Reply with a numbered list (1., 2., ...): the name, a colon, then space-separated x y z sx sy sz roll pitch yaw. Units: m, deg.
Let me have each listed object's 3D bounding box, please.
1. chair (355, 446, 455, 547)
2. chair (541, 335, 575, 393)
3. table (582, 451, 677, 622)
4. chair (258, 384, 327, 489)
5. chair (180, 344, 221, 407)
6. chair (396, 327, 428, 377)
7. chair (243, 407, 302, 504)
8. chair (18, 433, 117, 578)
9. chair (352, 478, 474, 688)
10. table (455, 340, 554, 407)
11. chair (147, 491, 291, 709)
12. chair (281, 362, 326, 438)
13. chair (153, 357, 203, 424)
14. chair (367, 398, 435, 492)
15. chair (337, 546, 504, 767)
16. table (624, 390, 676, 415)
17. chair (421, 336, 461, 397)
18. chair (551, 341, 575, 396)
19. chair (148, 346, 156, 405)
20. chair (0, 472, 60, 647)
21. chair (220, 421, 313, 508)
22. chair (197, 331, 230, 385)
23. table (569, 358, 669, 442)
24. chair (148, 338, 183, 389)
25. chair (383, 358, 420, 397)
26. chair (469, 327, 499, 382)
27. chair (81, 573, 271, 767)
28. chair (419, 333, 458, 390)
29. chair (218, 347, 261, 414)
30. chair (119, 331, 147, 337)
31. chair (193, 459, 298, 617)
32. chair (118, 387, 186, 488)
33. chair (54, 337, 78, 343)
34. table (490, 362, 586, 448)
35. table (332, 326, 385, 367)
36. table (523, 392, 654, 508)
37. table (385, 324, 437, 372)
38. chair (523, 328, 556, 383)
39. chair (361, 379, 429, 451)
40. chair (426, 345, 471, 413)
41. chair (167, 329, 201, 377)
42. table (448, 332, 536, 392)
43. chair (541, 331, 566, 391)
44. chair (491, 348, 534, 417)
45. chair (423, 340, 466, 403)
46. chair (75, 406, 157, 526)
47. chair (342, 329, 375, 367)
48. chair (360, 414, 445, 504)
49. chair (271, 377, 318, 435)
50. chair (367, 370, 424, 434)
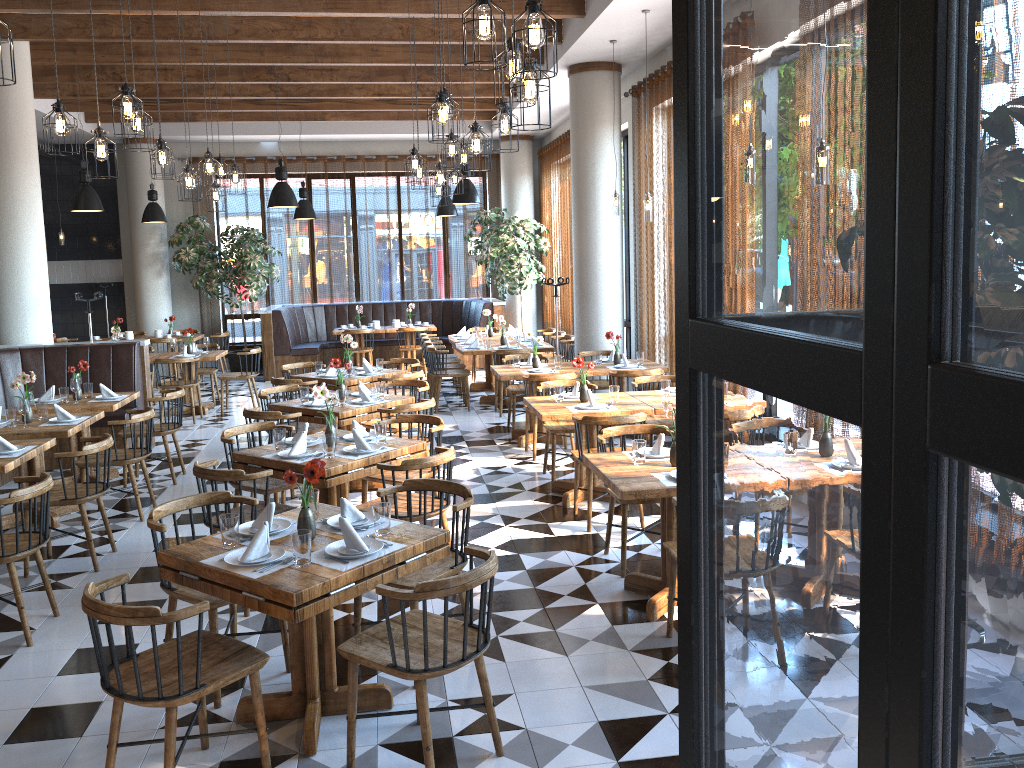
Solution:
1. chair: -0.606 0.786 5.216 0.550 0.813 0.521 3 8 36
2. chair: 0.604 -0.238 12.037 0.550 0.813 0.522 -3 7 -8
3. table: 0.904 0.822 4.858 0.850 0.760 0.854 -3 7 -8
4. chair: -1.918 0.446 7.812 0.550 0.813 0.521 3 8 36
5. chair: -4.276 -0.121 12.176 0.519 0.813 0.552 -3 7 -8
6. chair: -1.629 -0.536 14.523 0.519 0.813 0.552 -3 7 -8
7. chair: -1.783 0.572 6.914 0.520 0.813 0.552 3 8 36
8. chair: -2.869 0.771 5.759 0.550 0.813 0.522 -3 7 -8
9. chair: -0.460 0.921 4.252 0.520 0.813 0.552 3 8 36
10. table: -0.109 -0.130 11.618 1.215 0.760 1.220 -2 8 -5
11. chair: -1.362 0.966 4.120 0.550 0.813 0.521 3 8 36
12. chair: -2.185 0.197 9.583 0.550 0.813 0.521 3 8 36
13. chair: -4.079 0.064 10.868 0.519 0.813 0.552 -3 7 -8
14. chair: -0.882 0.528 7.046 0.550 0.813 0.521 3 8 36
15. chair: -0.325 1.048 3.355 0.550 0.813 0.521 3 8 36
16. table: 1.431 0.481 7.103 0.850 0.760 0.854 -3 7 -8
17. chair: -0.989 -0.256 12.471 0.550 0.813 0.522 -3 7 -8
18. chair: 0.694 -0.153 11.435 0.550 0.813 0.522 -3 7 -8
19. chair: -5.133 -0.078 12.050 0.519 0.813 0.552 -3 7 -8
20. chair: -2.706 0.923 4.675 0.550 0.813 0.522 -3 7 -8
21. chair: -1.642 0.704 5.981 0.550 0.813 0.521 3 8 36
22. chair: -4.850 -0.430 14.417 0.550 0.813 0.522 -3 7 -8
23. table: 1.104 0.176 9.270 0.850 0.760 0.854 -3 7 -8
24. chair: -5.351 -0.311 13.695 0.519 0.813 0.552 -3 7 -8
25. chair: -1.284 0.152 9.715 0.520 0.813 0.552 3 8 36
26. chair: -0.412 -0.443 13.649 0.519 0.813 0.552 -3 7 -8
27. chair: -1.214 1.095 3.203 0.520 0.813 0.552 3 8 36
28. chair: -1.074 -0.336 13.038 0.550 0.813 0.522 -3 7 -8
29. chair: -3.549 -0.058 11.600 0.550 0.813 0.522 -3 7 -8
30. chair: -6.392 -0.449 14.849 0.519 0.813 0.552 -3 7 -8
31. chair: -1.507 0.830 5.084 0.520 0.813 0.552 3 8 36
32. chair: -3.196 0.465 7.929 0.550 0.813 0.522 -3 7 -8
33. chair: -6.961 -0.327 14.121 0.550 0.813 0.522 -3 7 -8
34. table: 0.258 0.218 9.146 0.850 0.760 0.854 -3 7 -8
35. table: -2.572 -0.553 15.011 0.850 0.760 0.854 -3 7 -8
36. table: 0.585 0.523 6.979 0.850 0.760 0.854 -3 7 -8
37. table: -1.728 -0.595 15.134 0.850 0.760 0.854 -3 7 -8
38. chair: 0.419 -0.411 13.263 0.550 0.813 0.522 -3 7 -8
39. chair: -1.017 0.402 7.944 0.520 0.813 0.552 3 8 36
40. chair: -0.799 -0.079 11.211 0.550 0.813 0.522 -3 7 -8
41. chair: -5.543 -0.491 14.974 0.519 0.813 0.552 -3 7 -8
42. table: -0.296 -0.305 12.859 1.215 0.760 1.220 -2 8 -5
43. chair: 0.507 -0.328 12.677 0.550 0.813 0.522 -3 7 -8
44. chair: 0.016 -0.043 10.806 0.519 0.813 0.552 -3 7 -8
45. chair: -0.892 -0.166 11.831 0.550 0.813 0.522 -3 7 -8
46. chair: -3.033 0.618 6.844 0.550 0.813 0.522 -3 7 -8
47. chair: -2.478 -0.494 14.399 0.519 0.813 0.552 -3 7 -8
48. chair: -0.741 0.659 6.113 0.520 0.813 0.552 3 8 36
49. chair: -2.050 0.323 8.686 0.520 0.813 0.552 3 8 36
50. chair: -1.149 0.278 8.818 0.550 0.813 0.521 3 8 36
